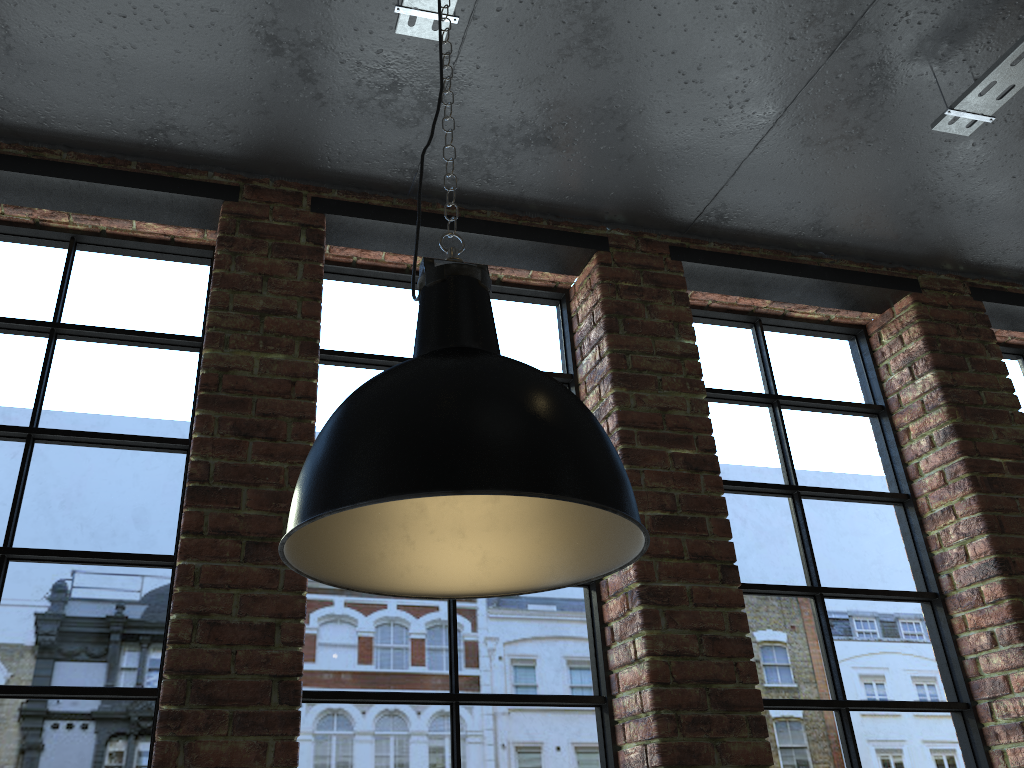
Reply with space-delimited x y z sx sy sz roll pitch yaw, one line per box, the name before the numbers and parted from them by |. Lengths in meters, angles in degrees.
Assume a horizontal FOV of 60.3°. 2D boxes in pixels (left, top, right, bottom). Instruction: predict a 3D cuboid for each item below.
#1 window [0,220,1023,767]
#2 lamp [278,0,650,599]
window | -1.343 0.137 1.335 3.561 2.459 8.134 -23 -34 34
lamp | -0.109 -0.342 1.589 0.530 1.343 0.521 -4 -28 0
